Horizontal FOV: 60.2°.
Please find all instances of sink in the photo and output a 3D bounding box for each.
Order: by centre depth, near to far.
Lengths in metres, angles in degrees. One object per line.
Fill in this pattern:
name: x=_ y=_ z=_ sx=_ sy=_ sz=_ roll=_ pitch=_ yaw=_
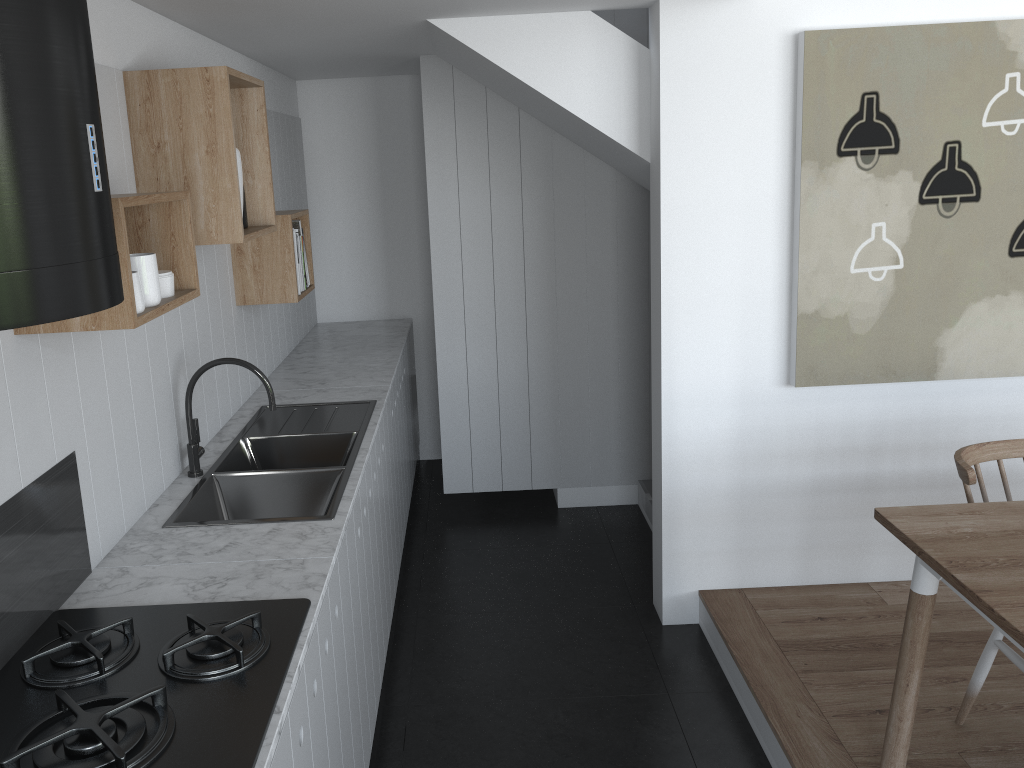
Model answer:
sink: x=-0.720 y=0.298 z=2.902 sx=0.453 sy=0.164 sz=1.190 roll=-3 pitch=14 yaw=-2

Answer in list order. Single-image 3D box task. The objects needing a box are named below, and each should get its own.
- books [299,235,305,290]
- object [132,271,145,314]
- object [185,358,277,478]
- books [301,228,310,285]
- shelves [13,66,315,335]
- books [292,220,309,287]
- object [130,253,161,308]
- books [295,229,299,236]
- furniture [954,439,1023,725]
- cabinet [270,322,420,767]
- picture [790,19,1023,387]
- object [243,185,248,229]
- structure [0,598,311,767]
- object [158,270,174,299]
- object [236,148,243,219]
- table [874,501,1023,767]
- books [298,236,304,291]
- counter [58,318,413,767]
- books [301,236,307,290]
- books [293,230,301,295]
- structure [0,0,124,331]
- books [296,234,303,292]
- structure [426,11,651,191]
books: x=-0.934 y=-0.495 z=3.648 sx=0.143 sy=0.226 sz=0.011 roll=-2 pitch=11 yaw=1
object: x=-0.809 y=-0.186 z=1.835 sx=0.085 sy=0.087 sz=0.082 roll=6 pitch=15 yaw=34
object: x=-0.857 y=0.098 z=2.697 sx=0.290 sy=0.370 sz=0.091 roll=-3 pitch=11 yaw=0
books: x=-0.938 y=-0.532 z=3.727 sx=0.142 sy=0.246 sz=0.077 roll=-3 pitch=12 yaw=0
shelves: x=-0.880 y=-0.360 z=2.033 sx=0.300 sy=0.788 sz=3.619 roll=-3 pitch=14 yaw=-2
books: x=-0.947 y=-0.541 z=3.702 sx=0.157 sy=0.287 sz=0.098 roll=-3 pitch=12 yaw=0
object: x=-0.815 y=-0.225 z=1.931 sx=0.085 sy=0.114 sz=0.087 roll=-3 pitch=12 yaw=-1
books: x=-0.941 y=-0.506 z=3.635 sx=0.142 sy=0.251 sz=0.011 roll=-2 pitch=11 yaw=1
furniture: x=1.867 y=0.588 z=2.292 sx=1.361 sy=0.802 sz=0.550 roll=-3 pitch=12 yaw=0
cabinet: x=-0.421 y=0.745 z=2.359 sx=0.010 sy=0.739 sz=6.192 roll=-3 pitch=14 yaw=-2
picture: x=1.638 y=-0.617 z=3.062 sx=1.299 sy=1.206 sz=0.060 roll=-3 pitch=11 yaw=1
object: x=-0.930 y=-0.611 z=2.822 sx=0.153 sy=0.233 sz=0.161 roll=-3 pitch=12 yaw=-3
structure: x=-0.677 y=0.572 z=1.403 sx=0.554 sy=0.047 sz=0.994 roll=-3 pitch=14 yaw=-2
object: x=-0.849 y=-0.240 z=2.076 sx=0.107 sy=0.072 sz=0.132 roll=-8 pitch=15 yaw=-22
object: x=-0.910 y=-0.592 z=2.608 sx=0.224 sy=0.298 sz=0.235 roll=-9 pitch=14 yaw=-27
table: x=1.962 y=0.737 z=1.811 sx=2.043 sy=0.742 sz=0.946 roll=-3 pitch=13 yaw=0
books: x=-0.935 y=-0.491 z=3.627 sx=0.143 sy=0.224 sz=0.011 roll=-2 pitch=11 yaw=1
counter: x=-0.720 y=0.384 z=2.286 sx=0.579 sy=0.020 sz=6.196 roll=-4 pitch=14 yaw=-2
books: x=-0.931 y=-0.498 z=3.661 sx=0.143 sy=0.221 sz=0.015 roll=-2 pitch=11 yaw=1
books: x=-0.934 y=-0.480 z=3.525 sx=0.163 sy=0.254 sz=0.014 roll=-2 pitch=11 yaw=1
structure: x=-0.783 y=-0.520 z=1.162 sx=0.405 sy=0.860 sz=0.428 roll=-14 pitch=16 yaw=-43
books: x=-0.942 y=-0.491 z=3.613 sx=0.149 sy=0.232 sz=0.016 roll=-2 pitch=11 yaw=1
structure: x=1.322 y=-0.508 z=3.828 sx=3.607 sy=2.603 sz=1.066 roll=-3 pitch=12 yaw=0
